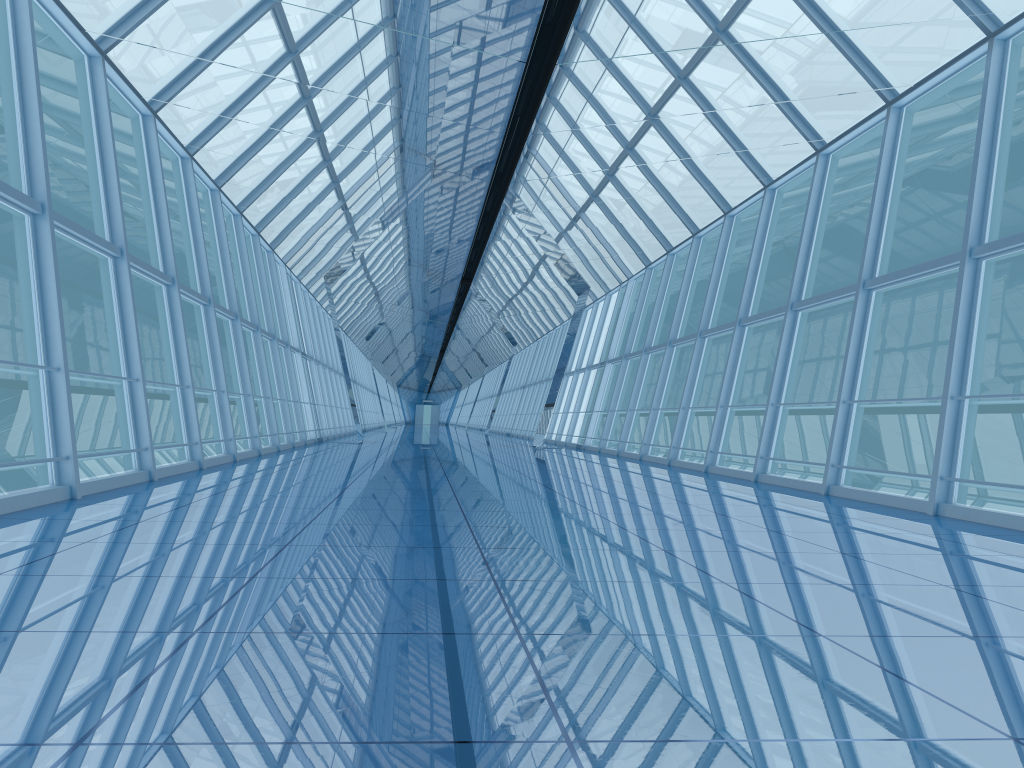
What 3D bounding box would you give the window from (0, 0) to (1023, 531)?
[{"bbox_3d":[-4.449,0.305,49.669,9.911,4.970,104.871,2,-3,-6],"label":"window"}]
